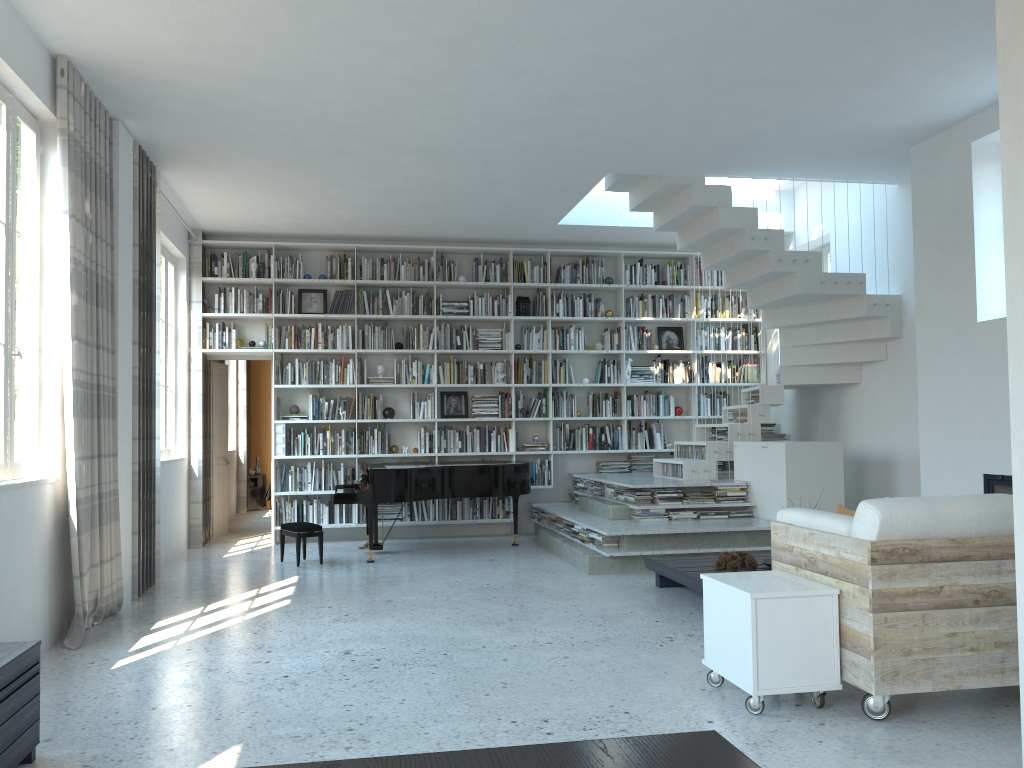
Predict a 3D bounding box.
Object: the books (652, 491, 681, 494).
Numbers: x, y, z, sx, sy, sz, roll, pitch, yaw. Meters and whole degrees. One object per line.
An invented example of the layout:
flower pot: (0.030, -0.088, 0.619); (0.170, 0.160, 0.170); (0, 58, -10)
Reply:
books: (1.374, 0.967, 7.922); (0.221, 0.018, 0.154); (0, -3, -10)

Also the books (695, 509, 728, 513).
books: (1.751, 1.124, 7.854); (0.275, 0.009, 0.176); (0, -3, -11)

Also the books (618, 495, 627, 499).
books: (1.091, 1.042, 8.243); (0.155, 0.028, 0.189); (0, -3, -10)

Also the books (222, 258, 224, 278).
books: (-3.016, -1.191, 9.292); (0.024, 0.227, 0.157); (0, -3, -11)

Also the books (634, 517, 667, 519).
books: (1.199, 1.162, 7.754); (0.264, 0.006, 0.164); (0, -3, -10)

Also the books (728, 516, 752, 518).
books: (2.019, 1.176, 7.910); (0.179, 0.010, 0.160); (0, -3, -11)

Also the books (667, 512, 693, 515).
books: (1.475, 1.134, 7.819); (0.211, 0.018, 0.134); (0, -3, -8)

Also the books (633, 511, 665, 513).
books: (1.196, 1.118, 7.765); (0.257, 0.010, 0.132); (0, -3, -7)

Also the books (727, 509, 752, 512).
books: (2.016, 1.130, 7.923); (0.215, 0.007, 0.130); (0, -3, -9)

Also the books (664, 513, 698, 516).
books: (1.478, 1.148, 7.807); (0.272, 0.012, 0.158); (0, -3, -13)

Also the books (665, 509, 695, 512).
books: (1.476, 1.113, 7.816); (0.220, 0.013, 0.149); (0, -3, -12)

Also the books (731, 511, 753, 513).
books: (2.016, 1.141, 7.923); (0.229, 0.014, 0.133); (0, -3, -12)

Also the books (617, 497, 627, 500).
books: (1.086, 1.060, 8.242); (0.154, 0.007, 0.292); (0, -3, -8)

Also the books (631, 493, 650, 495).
books: (1.148, 0.983, 7.974); (0.132, 0.009, 0.269); (0, -3, -7)

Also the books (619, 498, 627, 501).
books: (1.090, 1.073, 8.242); (0.142, 0.020, 0.231); (0, -3, -6)

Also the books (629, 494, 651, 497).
books: (1.153, 1.004, 7.974); (0.137, 0.012, 0.242); (0, -3, -10)

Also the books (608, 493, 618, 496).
books: (1.029, 1.059, 8.542); (0.167, 0.024, 0.192); (0, -3, -10)

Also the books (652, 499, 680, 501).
books: (1.374, 1.031, 7.925); (0.207, 0.012, 0.131); (0, -3, -15)

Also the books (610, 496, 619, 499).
books: (1.038, 1.092, 8.543); (0.132, 0.016, 0.262); (0, -3, -6)

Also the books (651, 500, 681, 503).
books: (1.375, 1.043, 7.920); (0.227, 0.013, 0.148); (0, -3, -13)

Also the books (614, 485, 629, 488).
books: (1.065, 0.949, 8.242); (0.189, 0.022, 0.238); (0, -3, -6)

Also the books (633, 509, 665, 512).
books: (1.199, 1.100, 7.752); (0.234, 0.025, 0.157); (0, -3, -16)

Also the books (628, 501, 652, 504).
books: (1.152, 1.062, 7.972); (0.144, 0.009, 0.250); (0, -3, -11)

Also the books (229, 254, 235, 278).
books: (-2.925, -1.211, 9.284); (0.057, 0.262, 0.191); (0, -3, -11)

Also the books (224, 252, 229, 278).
books: (-2.989, -1.220, 9.288); (0.028, 0.283, 0.189); (0, -3, -11)

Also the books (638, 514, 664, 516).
books: (1.200, 1.141, 7.748); (0.210, 0.012, 0.168); (0, -3, -7)

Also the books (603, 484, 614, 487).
books: (1.009, 0.979, 8.542); (0.192, 0.014, 0.256); (0, -3, -15)

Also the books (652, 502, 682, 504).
books: (1.378, 1.056, 7.905); (0.216, 0.015, 0.177); (0, -3, -13)

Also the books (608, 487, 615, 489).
books: (1.033, 0.995, 8.546); (0.145, 0.017, 0.208); (0, -3, -16)

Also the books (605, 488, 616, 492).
books: (1.023, 1.018, 8.543); (0.174, 0.029, 0.250); (0, -3, -13)

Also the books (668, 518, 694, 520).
books: (1.477, 1.181, 7.810); (0.208, 0.015, 0.152); (0, -3, -13)

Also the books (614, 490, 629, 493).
books: (1.076, 0.997, 8.243); (0.187, 0.009, 0.250); (0, -3, -11)

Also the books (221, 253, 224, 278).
books: (-3.031, -1.219, 9.282); (0.010, 0.281, 0.160); (0, -3, -11)

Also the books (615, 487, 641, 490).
books: (1.079, 0.971, 8.244); (0.171, 0.007, 0.260); (0, -3, -13)

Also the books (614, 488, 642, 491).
books: (1.078, 0.981, 8.244); (0.168, 0.013, 0.281); (0, -3, -14)

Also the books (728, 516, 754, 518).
books: (2.020, 1.184, 7.905); (0.261, 0.006, 0.151); (0, -3, -15)

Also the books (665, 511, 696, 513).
books: (1.476, 1.122, 7.813); (0.242, 0.005, 0.152); (0, -3, -10)

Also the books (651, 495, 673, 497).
books: (1.375, 0.996, 7.917); (0.260, 0.009, 0.153); (0, -3, -8)

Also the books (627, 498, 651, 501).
books: (1.143, 1.036, 7.971); (0.152, 0.015, 0.208); (0, -3, -14)

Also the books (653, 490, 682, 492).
books: (1.376, 0.953, 7.914); (0.228, 0.009, 0.159); (0, -3, -15)

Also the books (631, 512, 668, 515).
books: (1.199, 1.129, 7.753); (0.292, 0.012, 0.159); (0, -3, -8)

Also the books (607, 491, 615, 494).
books: (1.018, 1.040, 8.541); (0.178, 0.015, 0.187); (0, -3, -6)

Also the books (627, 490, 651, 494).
books: (1.145, 0.971, 7.974); (0.149, 0.014, 0.228); (0, -3, -13)

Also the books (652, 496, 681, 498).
books: (1.376, 1.006, 7.913); (0.210, 0.012, 0.168); (0, -3, -10)

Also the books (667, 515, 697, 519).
books: (1.480, 1.163, 7.796); (0.232, 0.019, 0.169); (0, -3, -16)

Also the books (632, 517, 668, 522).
books: (1.203, 1.176, 7.734); (0.262, 0.023, 0.200); (0, -3, -13)

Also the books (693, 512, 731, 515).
books: (1.760, 1.137, 7.846); (0.287, 0.018, 0.190); (0, -3, -12)

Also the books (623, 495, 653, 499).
books: (1.129, 1.017, 7.969); (0.184, 0.014, 0.297); (0, -3, -12)

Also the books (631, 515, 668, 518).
books: (1.199, 1.155, 7.754); (0.285, 0.008, 0.159); (0, -3, -13)

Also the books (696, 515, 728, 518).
books: (1.760, 1.169, 7.847); (0.250, 0.018, 0.177); (0, -3, -8)

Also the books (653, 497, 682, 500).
books: (1.378, 1.018, 7.903); (0.215, 0.013, 0.189); (0, -3, -12)

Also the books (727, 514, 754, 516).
books: (2.018, 1.163, 7.913); (0.234, 0.017, 0.151); (0, -3, -10)

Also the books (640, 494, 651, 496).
books: (1.174, 0.992, 7.979); (0.091, 0.011, 0.190); (0, -3, -13)

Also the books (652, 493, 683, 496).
books: (1.379, 0.982, 7.896); (0.230, 0.015, 0.190); (0, -3, -6)

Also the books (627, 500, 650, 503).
books: (1.137, 1.051, 7.969); (0.161, 0.014, 0.212); (0, -3, -7)

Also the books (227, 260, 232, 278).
books: (-2.959, -1.182, 9.283); (0.030, 0.206, 0.175); (0, -3, -11)

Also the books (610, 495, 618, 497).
books: (1.047, 1.077, 8.545); (0.136, 0.013, 0.258); (0, -3, -11)

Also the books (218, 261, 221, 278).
books: (-3.054, -1.175, 9.292); (0.031, 0.195, 0.145); (0, -3, -11)

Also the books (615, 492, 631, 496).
books: (1.081, 1.015, 8.243); (0.177, 0.026, 0.230); (0, -3, -11)
